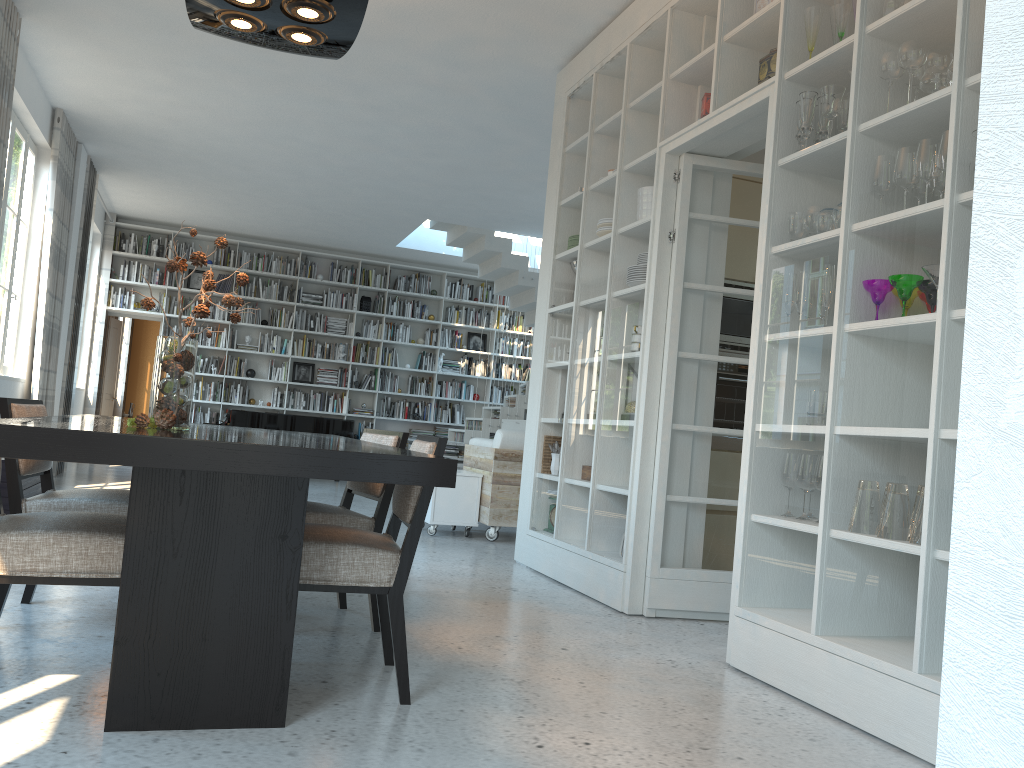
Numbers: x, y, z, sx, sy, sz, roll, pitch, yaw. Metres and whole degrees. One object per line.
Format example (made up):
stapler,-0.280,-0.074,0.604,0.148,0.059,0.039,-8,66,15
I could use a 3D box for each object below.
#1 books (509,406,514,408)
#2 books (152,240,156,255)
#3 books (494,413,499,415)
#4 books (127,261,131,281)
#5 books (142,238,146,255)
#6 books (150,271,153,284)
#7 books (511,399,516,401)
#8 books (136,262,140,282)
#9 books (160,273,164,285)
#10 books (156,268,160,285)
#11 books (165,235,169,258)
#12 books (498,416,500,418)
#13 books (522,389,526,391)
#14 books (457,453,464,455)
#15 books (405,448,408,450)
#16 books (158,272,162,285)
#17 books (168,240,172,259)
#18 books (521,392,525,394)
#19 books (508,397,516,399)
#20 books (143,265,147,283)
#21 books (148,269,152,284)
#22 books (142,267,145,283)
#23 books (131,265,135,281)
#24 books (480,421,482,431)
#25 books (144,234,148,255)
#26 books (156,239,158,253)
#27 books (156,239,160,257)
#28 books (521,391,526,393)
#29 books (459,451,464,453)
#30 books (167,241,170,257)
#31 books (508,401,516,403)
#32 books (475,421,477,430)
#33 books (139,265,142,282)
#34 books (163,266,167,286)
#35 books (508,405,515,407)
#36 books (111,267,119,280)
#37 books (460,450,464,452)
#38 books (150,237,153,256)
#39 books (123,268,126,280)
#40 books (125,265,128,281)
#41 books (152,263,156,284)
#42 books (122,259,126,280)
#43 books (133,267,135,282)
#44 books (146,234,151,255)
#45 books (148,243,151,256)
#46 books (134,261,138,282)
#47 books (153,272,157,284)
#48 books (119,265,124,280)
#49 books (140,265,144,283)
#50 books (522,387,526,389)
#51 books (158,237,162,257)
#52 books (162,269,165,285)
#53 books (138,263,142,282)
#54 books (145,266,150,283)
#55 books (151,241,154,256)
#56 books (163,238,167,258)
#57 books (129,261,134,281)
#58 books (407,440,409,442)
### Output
books,0.074,0.317,11.969,0.206,0.012,0.183,5,-3,9
books,-4.801,-1.804,11.907,0.025,0.243,0.167,6,-3,-19
books,-0.148,0.430,12.443,0.140,0.022,0.181,7,-4,-26
books,-5.093,-1.487,11.796,0.023,0.282,0.186,6,-3,-19
books,-4.928,-1.823,11.886,0.030,0.257,0.130,6,-3,-19
books,-4.838,-1.414,11.916,0.029,0.197,0.144,6,-3,-19
books,0.081,0.226,11.969,0.184,0.016,0.179,5,-3,10
books,-4.992,-1.479,11.847,0.037,0.291,0.155,6,-3,-19
books,-4.712,-1.397,11.942,0.026,0.187,0.154,6,-3,-19
books,-4.758,-1.423,11.912,0.029,0.229,0.191,6,-3,-19
books,-4.654,-1.834,11.965,0.014,0.337,0.168,6,-3,-19
books,-0.089,0.450,11.937,0.171,0.019,0.240,5,-3,6
books,0.246,0.090,12.239,0.176,0.007,0.254,6,-3,-11
books,-0.537,0.889,11.157,0.273,0.014,0.187,7,-4,-24
books,-1.396,0.885,12.065,0.178,0.014,0.247,6,-4,-21
books,-4.742,-1.403,11.947,0.029,0.195,0.146,6,-3,-19
books,-4.605,-1.788,11.948,0.024,0.252,0.235,6,-3,-19
books,0.234,0.136,12.235,0.182,0.013,0.287,5,-3,-5
books,0.082,0.200,11.963,0.233,0.025,0.157,4,-4,19
books,-4.907,-1.455,11.866,0.025,0.261,0.167,6,-3,-19
books,-4.861,-1.425,11.900,0.028,0.212,0.138,6,-3,-19
books,-4.935,-1.441,11.888,0.011,0.231,0.135,6,-3,-19
books,-5.054,-1.459,11.832,0.024,0.239,0.155,6,-3,-19
books,-0.359,0.565,11.765,0.125,0.125,0.011,6,-3,-19
books,-4.901,-1.845,11.881,0.014,0.304,0.145,6,-3,-19
books,-4.782,-1.806,11.924,0.021,0.253,0.179,6,-3,-19
books,-4.758,-1.806,11.929,0.027,0.259,0.147,6,-3,-19
books,0.234,0.122,12.236,0.191,0.014,0.244,5,-3,-6
books,-0.541,0.866,11.174,0.246,0.013,0.172,6,-4,-20
books,-4.641,-1.793,11.975,0.025,0.259,0.138,6,-3,-19
books,0.078,0.254,11.966,0.231,0.011,0.171,4,-3,18
books,-0.427,0.570,11.961,0.125,0.125,0.016,6,-3,-19
books,-4.955,-1.454,11.850,0.012,0.249,0.192,6,-3,-19
books,-4.676,-1.446,11.957,0.014,0.294,0.173,6,-3,-19
books,0.074,0.304,11.964,0.215,0.013,0.189,4,-3,14
books,-5.262,-1.450,11.765,0.121,0.175,0.129,6,-3,-19
books,-0.537,0.854,11.168,0.203,0.011,0.173,7,-4,-24
books,-4.842,-1.823,11.908,0.013,0.275,0.158,6,-3,-19
books,-5.151,-1.446,11.808,0.024,0.192,0.138,6,-3,-19
books,-5.119,-1.462,11.792,0.023,0.228,0.171,6,-3,-19
books,-4.806,-1.465,11.902,0.012,0.303,0.189,6,-3,-19
books,-5.159,-1.500,11.793,0.011,0.296,0.162,6,-3,-19
books,-5.036,-1.443,11.827,0.010,0.208,0.165,6,-3,-19
books,-4.884,-1.847,11.898,0.029,0.314,0.129,6,-3,-19
books,-4.861,-1.782,11.894,0.024,0.187,0.159,6,-3,-19
books,-5.013,-1.480,11.819,0.021,0.286,0.179,6,-3,-19
books,-4.796,-1.403,11.921,0.031,0.182,0.151,6,-3,-19
books,-5.183,-1.463,11.782,0.034,0.217,0.166,6,-3,-19
books,-4.940,-1.450,11.856,0.022,0.244,0.173,6,-3,-19
books,0.244,0.060,12.239,0.191,0.013,0.243,6,-3,-8
books,-4.742,-1.820,11.948,0.013,0.292,0.154,6,-3,-19
books,-4.696,-1.418,11.963,0.014,0.235,0.144,6,-3,-19
books,-4.966,-1.465,11.847,0.013,0.268,0.162,6,-3,-19
books,-4.881,-1.447,11.874,0.030,0.251,0.166,6,-3,-19
books,-4.828,-1.797,11.911,0.021,0.226,0.156,6,-3,-19
books,-4.674,-1.811,11.962,0.022,0.286,0.175,6,-3,-19
books,-5.077,-1.486,11.826,0.028,0.288,0.132,6,-3,-19
books,-1.375,0.780,12.074,0.139,0.028,0.262,6,-3,-14
